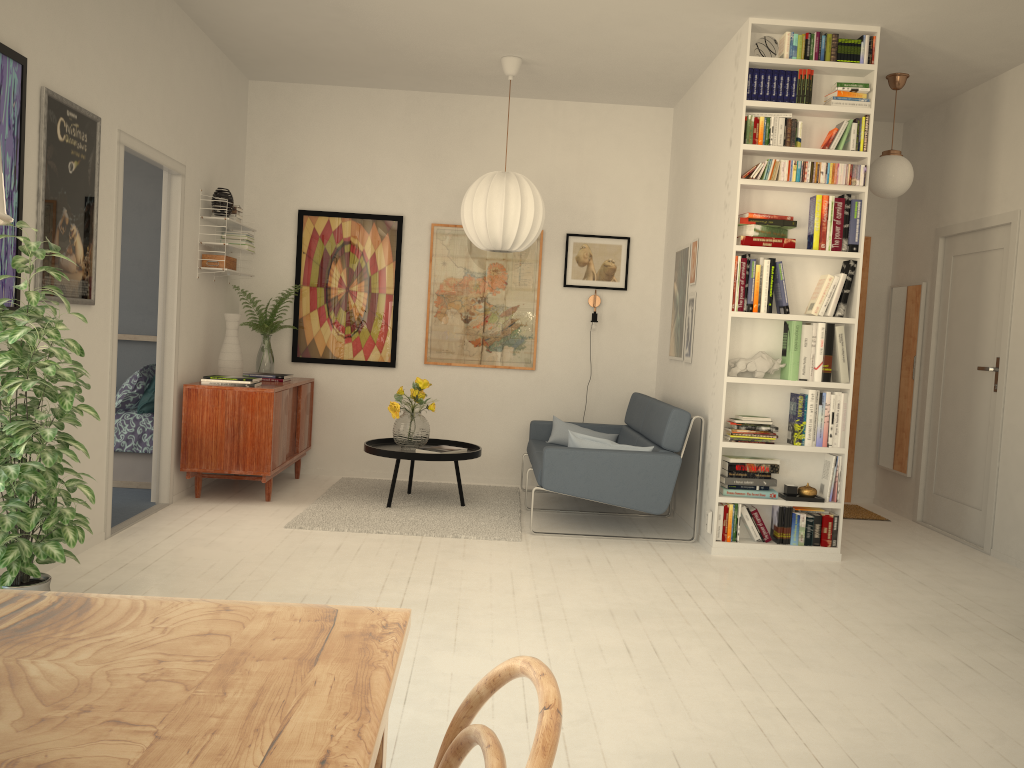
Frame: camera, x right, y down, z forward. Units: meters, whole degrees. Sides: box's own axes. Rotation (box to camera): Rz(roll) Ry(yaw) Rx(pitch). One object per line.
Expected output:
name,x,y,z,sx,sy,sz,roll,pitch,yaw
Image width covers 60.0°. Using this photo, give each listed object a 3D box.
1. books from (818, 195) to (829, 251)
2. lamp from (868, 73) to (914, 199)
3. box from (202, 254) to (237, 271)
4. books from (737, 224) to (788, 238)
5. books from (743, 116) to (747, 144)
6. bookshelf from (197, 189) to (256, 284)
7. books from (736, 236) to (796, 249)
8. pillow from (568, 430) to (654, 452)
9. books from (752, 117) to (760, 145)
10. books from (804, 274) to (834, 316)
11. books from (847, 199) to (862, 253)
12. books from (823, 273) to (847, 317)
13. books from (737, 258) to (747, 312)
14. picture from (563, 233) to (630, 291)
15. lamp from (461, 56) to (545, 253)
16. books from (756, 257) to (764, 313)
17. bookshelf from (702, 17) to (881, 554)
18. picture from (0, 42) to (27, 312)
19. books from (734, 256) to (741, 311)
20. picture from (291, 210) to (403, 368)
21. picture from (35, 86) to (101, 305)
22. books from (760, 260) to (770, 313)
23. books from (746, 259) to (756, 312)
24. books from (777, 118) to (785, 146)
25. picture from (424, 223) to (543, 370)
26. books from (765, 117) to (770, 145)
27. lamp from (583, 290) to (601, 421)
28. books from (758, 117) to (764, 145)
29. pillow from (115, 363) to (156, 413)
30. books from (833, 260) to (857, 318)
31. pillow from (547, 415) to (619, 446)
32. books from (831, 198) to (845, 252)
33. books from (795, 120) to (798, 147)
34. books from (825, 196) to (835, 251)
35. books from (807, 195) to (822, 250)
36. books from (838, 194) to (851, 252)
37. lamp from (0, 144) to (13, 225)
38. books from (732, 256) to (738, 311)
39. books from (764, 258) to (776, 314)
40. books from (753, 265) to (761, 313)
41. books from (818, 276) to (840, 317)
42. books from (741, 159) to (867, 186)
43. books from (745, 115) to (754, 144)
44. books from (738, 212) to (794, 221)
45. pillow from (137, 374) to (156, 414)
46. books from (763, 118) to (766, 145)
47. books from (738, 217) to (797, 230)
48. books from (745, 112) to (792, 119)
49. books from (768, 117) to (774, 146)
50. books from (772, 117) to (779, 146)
books,1.696,-0.879,4.918,0.039,0.301,0.199,3,3,-2
lamp,2.397,-1.553,5.582,0.275,0.767,0.275,3,3,-7
box,-1.909,-0.790,5.787,0.152,0.084,0.266,3,3,-2
books,1.385,-0.832,4.905,0.268,0.064,0.128,1,4,-31
books,1.251,-1.372,4.886,0.019,0.156,0.205,3,3,-2
bookshelf,-1.900,-0.965,5.957,0.184,0.564,0.695,3,3,-2
books,1.384,-0.772,4.899,0.300,0.056,0.202,3,3,-2
pillow,0.546,0.445,5.150,0.533,0.353,0.141,3,3,-2
books,1.310,-1.364,4.866,0.030,0.149,0.202,3,3,-2
books,1.695,-0.488,4.903,0.115,0.232,0.133,3,3,-2
books,1.866,-0.863,4.910,0.054,0.289,0.179,3,3,-2
books,1.774,-0.490,4.935,0.092,0.244,0.197,3,3,-2
books,1.248,-0.543,4.910,0.032,0.291,0.203,3,3,-2
picture,0.637,-0.916,6.668,0.481,0.402,0.015,3,3,-2
lamp,-0.037,-1.469,5.704,0.536,1.228,0.536,5,3,32
books,1.349,-0.541,4.921,0.020,0.304,0.193,3,3,-2
bookshelf,1.532,-0.496,4.931,0.710,2.899,0.249,3,3,-2
picture,-1.905,-0.747,3.184,0.018,0.999,0.546,3,3,-2
books,1.224,-0.549,4.916,0.015,0.300,0.207,3,3,-2
picture,-1.230,-0.708,6.625,0.778,1.133,0.018,3,3,-2
picture,-1.925,-0.785,3.866,0.020,0.868,0.525,3,3,-2
books,1.375,-0.535,4.908,0.032,0.290,0.189,3,3,-2
books,1.300,-0.538,4.910,0.030,0.289,0.200,3,3,-2
books,1.446,-1.359,4.874,0.035,0.158,0.200,3,3,-2
picture,-0.213,-0.651,6.660,0.838,1.052,0.012,3,3,-2
books,1.375,-1.366,4.879,0.024,0.155,0.188,3,3,-2
lamp,0.454,-0.007,6.646,0.360,1.415,0.112,3,3,-2
books,1.338,-1.364,4.862,0.023,0.152,0.199,3,3,-2
pillow,-2.528,0.028,5.971,0.237,0.338,0.437,3,3,-4
books,1.828,-0.524,4.927,0.092,0.319,0.179,3,3,-2
pillow,0.514,0.380,6.424,0.540,0.277,0.157,3,3,0
books,1.772,-0.869,4.909,0.059,0.291,0.182,3,3,-2
books,1.532,-1.356,4.872,0.016,0.158,0.146,3,3,-2
books,1.729,-0.877,4.914,0.029,0.301,0.185,3,3,-2
books,1.661,-0.884,4.923,0.032,0.300,0.200,3,3,-2
books,1.819,-0.880,4.910,0.039,0.317,0.161,3,3,-2
lamp,-0.505,-0.943,0.705,0.230,1.595,0.229,5,3,33
books,1.205,-0.551,4.922,0.021,0.301,0.222,3,3,-2
books,1.409,-0.539,4.901,0.033,0.306,0.150,3,3,-2
books,1.326,-0.521,4.905,0.024,0.260,0.199,3,3,-2
books,1.730,-0.484,4.911,0.105,0.225,0.138,3,3,-2
books,1.569,-1.147,4.895,0.664,0.110,0.278,3,3,-2
books,1.279,-1.371,4.862,0.034,0.162,0.197,3,3,-2
books,1.383,-0.913,4.905,0.266,0.026,0.203,3,3,-12
pillow,-2.378,0.036,6.187,0.237,0.385,0.767,3,3,-4
books,1.355,-1.363,4.877,0.013,0.149,0.208,3,3,-2
books,1.390,-0.883,4.915,0.314,0.035,0.205,3,3,-2
books,1.391,-1.455,4.873,0.255,0.022,0.189,4,3,8
books,1.394,-1.362,4.863,0.012,0.155,0.208,3,3,-2
books,1.414,-1.364,4.880,0.028,0.159,0.223,3,3,-2
